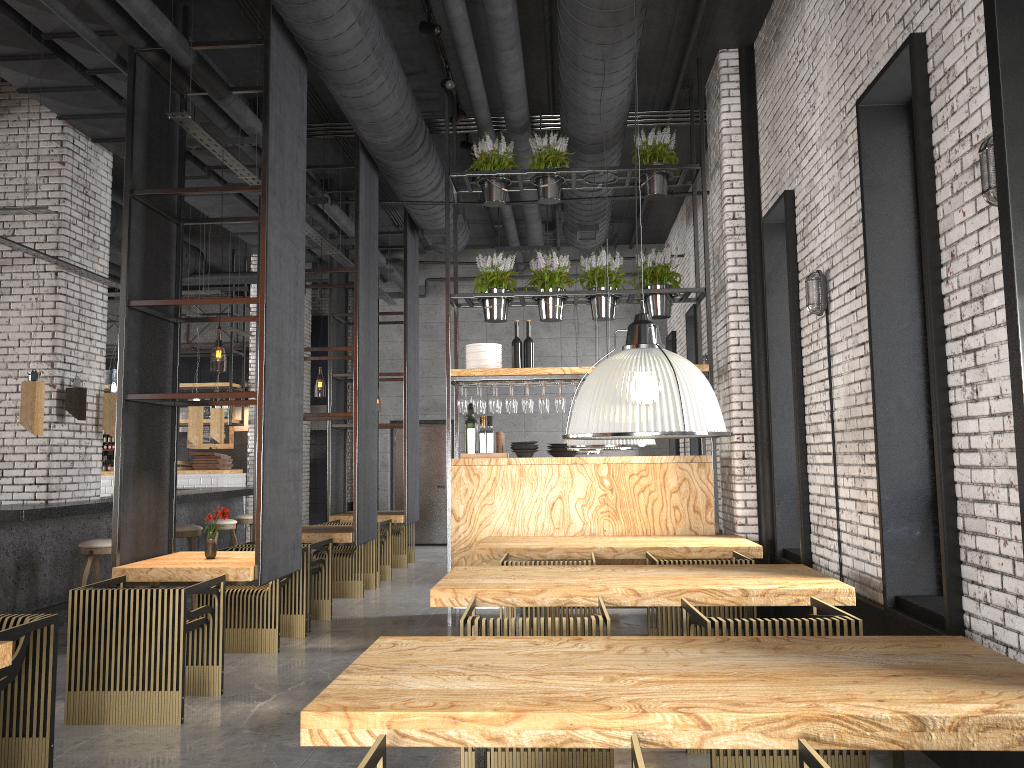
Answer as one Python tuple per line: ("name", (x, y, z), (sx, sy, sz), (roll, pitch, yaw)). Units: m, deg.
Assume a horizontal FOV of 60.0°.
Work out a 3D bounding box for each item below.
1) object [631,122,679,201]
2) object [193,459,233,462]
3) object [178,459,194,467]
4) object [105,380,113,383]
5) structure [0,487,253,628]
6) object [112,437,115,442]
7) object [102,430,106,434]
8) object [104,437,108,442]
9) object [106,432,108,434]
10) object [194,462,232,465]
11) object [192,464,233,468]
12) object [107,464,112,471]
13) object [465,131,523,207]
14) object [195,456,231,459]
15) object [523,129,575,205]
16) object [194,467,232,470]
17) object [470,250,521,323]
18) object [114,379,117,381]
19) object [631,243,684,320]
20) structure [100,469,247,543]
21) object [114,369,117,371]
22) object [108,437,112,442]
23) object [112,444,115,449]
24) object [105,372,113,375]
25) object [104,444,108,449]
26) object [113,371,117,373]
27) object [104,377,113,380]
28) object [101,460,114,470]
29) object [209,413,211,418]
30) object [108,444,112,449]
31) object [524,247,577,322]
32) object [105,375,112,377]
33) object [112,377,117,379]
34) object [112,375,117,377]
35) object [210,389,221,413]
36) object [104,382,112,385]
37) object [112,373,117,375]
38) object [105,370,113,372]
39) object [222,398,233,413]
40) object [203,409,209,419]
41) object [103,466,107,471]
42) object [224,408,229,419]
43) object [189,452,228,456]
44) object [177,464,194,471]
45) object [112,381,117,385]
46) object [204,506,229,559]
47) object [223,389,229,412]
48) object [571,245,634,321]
("object", (1.329, -1.999, 8.204), (0.416, 0.560, 0.466), (-2, -6, 13))
("object", (-4.858, 1.243, 14.420), (0.405, 0.044, 0.634), (-1, -5, 4))
("object", (-5.309, 1.291, 14.458), (0.439, 0.154, 0.436), (3, -6, -39))
("object", (-6.911, -0.032, 15.114), (0.210, 0.069, 0.209), (2, -6, -31))
("structure", (-5.648, 1.578, 9.665), (4.310, 1.537, 5.865), (-1, -5, 4))
("object", (-8.095, 1.127, 18.052), (0.076, 0.111, 0.076), (3, -7, -31))
("object", (-8.310, 0.974, 18.081), (0.076, 0.111, 0.076), (-2, -6, 14))
("object", (-8.274, 1.130, 18.062), (0.076, 0.111, 0.076), (-4, -6, 28))
("object", (-8.228, 0.972, 18.075), (0.076, 0.111, 0.076), (-3, -6, 23))
("object", (-4.858, 1.287, 14.415), (0.405, 0.044, 0.634), (-1, -5, 0))
("object", (-4.857, 1.331, 14.411), (0.405, 0.044, 0.634), (-1, -5, 6))
("object", (-8.157, 1.698, 18.018), (0.100, 0.140, 0.088), (-1, -6, 4))
("object", (-0.171, -1.966, 8.357), (0.467, 0.560, 0.415), (2, -6, -22))
("object", (-4.859, 1.198, 14.425), (0.405, 0.044, 0.634), (-1, -5, -3))
("object", (0.348, -1.979, 8.290), (0.416, 0.560, 0.466), (4, -7, -38))
("object", (-4.857, 1.375, 14.406), (0.405, 0.044, 0.634), (-1, -5, -1))
("object", (-0.149, -0.855, 8.197), (0.416, 0.560, 0.466), (3, -7, -31))
("object", (-6.677, -0.042, 15.076), (0.218, 0.093, 0.218), (0, -5, -13))
("object", (1.332, -0.882, 8.108), (0.416, 0.560, 0.466), (-3, -6, 23))
("structure", (-7.383, 2.144, 14.843), (5.800, 1.349, 1.508), (-1, -5, 4))
("object", (-6.682, -0.201, 15.096), (0.218, 0.091, 0.218), (-3, -5, 21))
("object", (-8.186, 1.128, 18.056), (0.076, 0.111, 0.076), (1, -6, -21))
("object", (-8.090, 1.273, 18.056), (0.081, 0.113, 0.071), (-1, -6, 3))
("object", (-6.912, -0.162, 15.125), (0.210, 0.076, 0.209), (1, -5, -22))
("object", (-8.271, 1.277, 18.067), (0.081, 0.113, 0.071), (-1, -6, 3))
("object", (-6.677, -0.170, 15.090), (0.218, 0.096, 0.218), (0, -5, -13))
("object", (-6.909, -0.075, 15.122), (0.210, 0.074, 0.209), (1, -5, -22))
("object", (-6.649, 1.334, 14.594), (0.181, 0.168, 0.170), (1, -6, -16))
("object", (-4.994, 0.501, 14.794), (0.118, 0.181, 0.118), (1, -6, -20))
("object", (-8.173, 1.275, 18.061), (0.081, 0.113, 0.071), (-1, -6, 3))
("object", (0.355, -0.861, 8.203), (0.467, 0.560, 0.415), (-1, -6, -2))
("object", (-6.915, -0.119, 15.122), (0.210, 0.078, 0.209), (-3, -6, 26))
("object", (-6.686, -0.074, 15.078), (0.218, 0.092, 0.218), (0, -5, -7))
("object", (-6.686, -0.106, 15.085), (0.218, 0.092, 0.218), (-5, -7, 39))
("object", (-5.005, 0.335, 14.987), (0.157, 0.555, 0.105), (-2, -6, 8))
("object", (-6.909, 0.012, 15.110), (0.210, 0.065, 0.209), (-3, -5, 21))
("object", (-6.686, -0.138, 15.089), (0.218, 0.092, 0.218), (-6, -7, 44))
("object", (-6.910, -0.205, 15.130), (0.210, 0.074, 0.209), (-1, -5, 8))
("object", (-4.815, 0.407, 14.982), (0.157, 0.406, 0.105), (-2, -6, 8))
("object", (-5.116, 0.502, 14.788), (0.118, 0.181, 0.118), (-5, -7, 36))
("object", (-8.270, 1.712, 18.001), (0.076, 0.111, 0.076), (3, -7, -31))
("object", (-4.753, 0.494, 14.745), (0.118, 0.181, 0.118), (-4, -6, 27))
("object", (-4.915, 1.149, 14.370), (0.406, 0.094, 0.635), (-1, -5, 1))
("object", (-5.311, 1.358, 14.448), (0.436, 0.097, 0.436), (-3, -6, 28))
("object", (-6.681, -0.009, 15.071), (0.218, 0.085, 0.218), (2, -6, -27))
("object", (-2.044, 1.027, 6.141), (0.171, 0.356, 0.156), (4, -7, -38))
("object", (-4.817, 0.331, 14.985), (0.140, 0.551, 0.096), (-2, -6, 8))
("object", (0.835, -0.869, 8.180), (0.467, 0.560, 0.416), (4, -7, -40))
